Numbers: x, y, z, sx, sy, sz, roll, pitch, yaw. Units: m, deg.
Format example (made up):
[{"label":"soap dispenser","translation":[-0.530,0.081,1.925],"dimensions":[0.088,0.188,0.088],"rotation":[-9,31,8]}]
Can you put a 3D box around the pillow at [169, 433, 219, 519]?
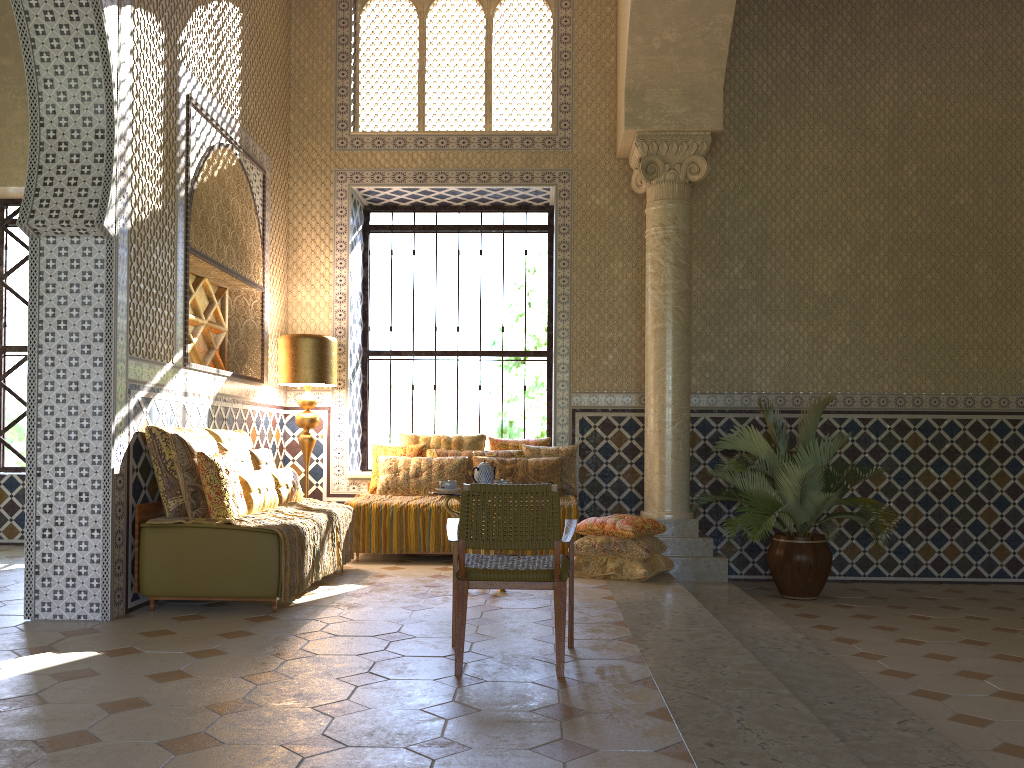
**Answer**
[{"label":"pillow","translation":[-2.830,0.841,8.066],"dimensions":[0.383,0.779,0.835],"rotation":[0,-2,2]}]

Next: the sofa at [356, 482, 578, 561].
[{"label":"sofa","translation":[-0.579,1.773,11.373],"dimensions":[2.849,0.936,1.276],"rotation":[0,-3,2]}]

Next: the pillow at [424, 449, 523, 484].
[{"label":"pillow","translation":[-0.505,1.165,11.623],"dimensions":[1.341,0.615,0.371],"rotation":[0,-2,2]}]

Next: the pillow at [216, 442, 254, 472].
[{"label":"pillow","translation":[-2.731,0.927,8.806],"dimensions":[0.340,0.692,0.742],"rotation":[0,-2,2]}]

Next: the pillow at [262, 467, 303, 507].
[{"label":"pillow","translation":[-2.500,1.142,9.648],"dimensions":[0.271,0.450,0.984],"rotation":[0,-3,2]}]

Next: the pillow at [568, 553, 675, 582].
[{"label":"pillow","translation":[1.220,2.037,9.994],"dimensions":[0.991,0.368,1.044],"rotation":[-1,-4,27]}]

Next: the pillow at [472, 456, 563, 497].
[{"label":"pillow","translation":[0.066,1.209,11.387],"dimensions":[1.191,0.546,0.329],"rotation":[0,-2,2]}]

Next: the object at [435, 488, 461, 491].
[{"label":"object","translation":[-0.642,1.058,8.863],"dimensions":[0.256,0.032,0.256],"rotation":[2,-4,-19]}]

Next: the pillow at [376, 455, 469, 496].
[{"label":"pillow","translation":[-1.159,1.201,11.424],"dimensions":[1.191,0.546,0.329],"rotation":[0,-2,2]}]

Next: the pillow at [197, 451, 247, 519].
[{"label":"pillow","translation":[-2.573,0.928,7.914],"dimensions":[0.345,0.650,0.686],"rotation":[0,-2,1]}]

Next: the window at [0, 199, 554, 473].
[{"label":"window","translation":[-3.631,-0.679,12.842],"dimensions":[8.483,3.987,0.574],"rotation":[1,-1,-2]}]

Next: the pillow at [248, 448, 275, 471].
[{"label":"pillow","translation":[-2.708,1.011,9.608],"dimensions":[0.313,0.637,0.683],"rotation":[0,-2,2]}]

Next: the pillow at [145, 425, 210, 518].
[{"label":"pillow","translation":[-3.024,0.813,8.296],"dimensions":[0.422,0.831,1.195],"rotation":[0,-3,2]}]

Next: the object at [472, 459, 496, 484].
[{"label":"object","translation":[-0.280,0.917,8.892],"dimensions":[0.273,0.323,0.199],"rotation":[1,-2,-9]}]

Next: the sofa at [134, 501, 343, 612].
[{"label":"sofa","translation":[-2.520,1.590,8.891],"dimensions":[1.273,0.936,2.855],"rotation":[0,-4,2]}]

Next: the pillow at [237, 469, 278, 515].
[{"label":"pillow","translation":[-2.527,1.078,8.712],"dimensions":[0.271,0.450,0.984],"rotation":[0,-3,2]}]

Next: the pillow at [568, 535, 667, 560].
[{"label":"pillow","translation":[1.203,1.835,9.988],"dimensions":[0.931,0.347,0.882],"rotation":[-1,-4,22]}]

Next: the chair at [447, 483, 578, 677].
[{"label":"chair","translation":[-0.011,1.261,6.016],"dimensions":[0.950,1.208,0.908],"rotation":[0,-2,2]}]

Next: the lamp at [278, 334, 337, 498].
[{"label":"lamp","translation":[-2.625,0.798,11.345],"dimensions":[0.737,2.811,0.737],"rotation":[1,-1,-29]}]

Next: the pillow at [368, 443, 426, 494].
[{"label":"pillow","translation":[-1.513,1.130,11.674],"dimensions":[0.741,0.693,0.341],"rotation":[0,-1,2]}]

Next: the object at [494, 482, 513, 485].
[{"label":"object","translation":[-0.084,1.004,8.564],"dimensions":[0.183,0.100,0.184],"rotation":[1,-3,-2]}]

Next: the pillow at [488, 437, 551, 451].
[{"label":"pillow","translation":[0.092,1.111,11.903],"dimensions":[0.855,0.800,0.394],"rotation":[0,-1,2]}]

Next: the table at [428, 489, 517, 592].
[{"label":"table","translation":[-0.290,1.565,8.845],"dimensions":[1.101,0.980,1.102],"rotation":[-1,-3,31]}]

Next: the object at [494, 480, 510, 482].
[{"label":"object","translation":[-0.113,1.047,9.199],"dimensions":[0.183,0.100,0.183],"rotation":[1,-3,-9]}]

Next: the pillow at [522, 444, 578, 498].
[{"label":"pillow","translation":[0.494,1.142,11.614],"dimensions":[0.741,0.693,0.341],"rotation":[0,-1,2]}]

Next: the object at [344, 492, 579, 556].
[{"label":"object","translation":[-0.620,1.760,11.311],"dimensions":[2.885,0.717,1.317],"rotation":[0,-3,2]}]

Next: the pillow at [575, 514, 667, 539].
[{"label":"pillow","translation":[1.220,1.626,9.981],"dimensions":[0.804,0.310,0.749],"rotation":[-2,-4,36]}]

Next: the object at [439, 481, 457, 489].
[{"label":"object","translation":[-0.641,1.020,8.862],"dimensions":[0.183,0.100,0.183],"rotation":[1,-3,-17]}]

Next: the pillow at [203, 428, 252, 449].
[{"label":"pillow","translation":[-2.988,0.894,9.492],"dimensions":[0.422,0.831,1.195],"rotation":[0,-3,2]}]

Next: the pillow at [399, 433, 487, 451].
[{"label":"pillow","translation":[-0.945,1.072,11.877],"dimensions":[1.192,0.832,0.423],"rotation":[0,-1,2]}]

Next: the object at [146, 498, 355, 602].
[{"label":"object","translation":[-2.459,1.581,8.877],"dimensions":[1.314,0.717,2.892],"rotation":[0,-4,2]}]

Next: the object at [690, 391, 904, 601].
[{"label":"object","translation":[3.577,1.332,10.669],"dimensions":[2.642,2.500,2.167],"rotation":[1,-2,-11]}]
